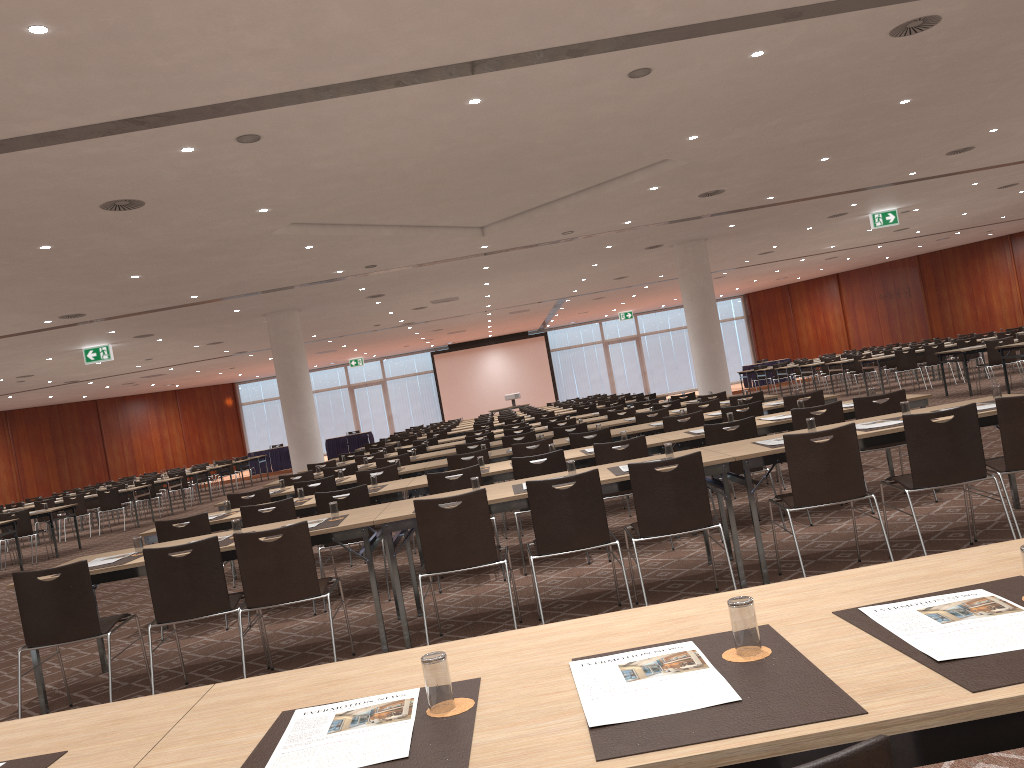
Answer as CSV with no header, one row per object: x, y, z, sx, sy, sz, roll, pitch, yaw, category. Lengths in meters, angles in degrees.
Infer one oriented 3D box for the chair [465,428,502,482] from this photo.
-0.498,1.245,15.309,0.535,0.939,0.614,-10,0,1,chair

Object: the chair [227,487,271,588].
-2.638,1.559,9.264,0.535,0.939,0.614,-10,0,-2,chair

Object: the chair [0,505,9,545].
-11.917,3.293,20.672,0.535,0.939,0.614,-10,0,-3,chair

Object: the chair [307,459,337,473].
-2.758,1.620,13.339,0.535,0.939,0.614,-10,0,-1,chair

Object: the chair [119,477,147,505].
-11.451,3.271,26.683,0.535,0.939,0.613,-10,0,1,chair

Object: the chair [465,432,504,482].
-0.420,1.213,13.387,0.535,0.939,0.614,-10,0,-4,chair

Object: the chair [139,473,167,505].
-10.797,3.155,26.555,0.535,0.939,0.614,-10,0,0,chair

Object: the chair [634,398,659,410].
2.375,0.744,15.402,0.535,0.939,0.614,-10,0,-2,chair

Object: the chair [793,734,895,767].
0.353,0.959,1.314,0.535,0.939,0.614,-10,0,-2,chair

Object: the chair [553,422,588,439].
0.799,0.979,11.334,0.535,0.939,0.614,-10,0,-2,chair

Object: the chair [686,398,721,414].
2.495,0.684,11.445,0.535,0.939,0.614,-10,0,-3,chair

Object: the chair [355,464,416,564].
-1.341,1.334,9.367,0.535,0.939,0.614,-10,0,-4,chair

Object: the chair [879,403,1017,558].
2.591,0.608,5.369,0.535,0.939,0.614,-10,0,2,chair

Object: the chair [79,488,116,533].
-9.676,2.900,20.577,0.535,0.939,0.614,-10,0,1,chair

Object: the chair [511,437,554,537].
0.283,1.050,9.323,0.535,0.939,0.614,-10,0,-1,chair

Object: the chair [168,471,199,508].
-8.464,2.710,22.742,0.535,0.939,0.614,-10,0,-3,chair

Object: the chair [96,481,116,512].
-12.120,3.387,26.610,0.535,0.939,0.614,-10,0,-4,chair

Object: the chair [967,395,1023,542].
3.160,0.509,5.416,0.535,0.939,0.614,-10,0,1,chair

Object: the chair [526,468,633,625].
0.366,0.996,5.359,0.535,0.939,0.614,-10,0,-2,chair

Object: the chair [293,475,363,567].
-1.963,1.442,9.312,0.535,0.939,0.614,-10,0,0,chair

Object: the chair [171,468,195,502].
-9.908,3.001,26.655,0.535,0.939,0.614,-10,0,-1,chair

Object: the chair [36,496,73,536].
-10.691,3.078,20.638,0.535,0.939,0.614,-10,0,-3,chair

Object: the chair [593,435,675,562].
0.944,0.915,7.371,0.535,0.939,0.614,-10,0,-2,chair

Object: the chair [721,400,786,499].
2.456,0.671,9.367,0.535,0.939,0.614,-10,0,-1,chair

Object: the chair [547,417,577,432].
0.814,0.997,13.370,0.535,0.939,0.614,-10,0,0,chair

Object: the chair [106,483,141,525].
-9.120,2.805,20.729,0.535,0.939,0.614,-10,0,-3,chair

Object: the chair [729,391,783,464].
3.051,0.587,11.415,0.535,0.939,0.614,-10,0,1,chair

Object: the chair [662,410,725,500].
1.862,0.775,9.432,0.535,0.939,0.614,-10,0,0,chair

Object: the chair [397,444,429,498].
-1.407,1.384,13.290,0.535,0.939,0.614,-10,0,1,chair

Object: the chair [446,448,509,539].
-0.383,1.166,9.344,0.535,0.939,0.614,-10,0,1,chair

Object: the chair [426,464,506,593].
-0.406,1.150,7.309,0.535,0.939,0.614,-10,0,-3,chair

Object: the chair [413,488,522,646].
-0.285,1.110,5.388,0.535,0.939,0.614,-10,0,1,chair

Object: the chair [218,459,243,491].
-8.537,2.762,26.742,0.535,0.939,0.614,-10,0,-3,chair

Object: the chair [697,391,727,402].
3.059,0.605,13.415,0.535,0.939,0.614,-10,0,-1,chair

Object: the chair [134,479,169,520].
-8.417,2.681,20.603,0.535,0.939,0.614,-10,0,-4,chair

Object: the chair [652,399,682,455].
2.360,0.727,13.366,0.535,0.939,0.614,-10,0,-4,chair

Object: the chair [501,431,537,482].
0.148,1.094,11.398,0.535,0.939,0.614,-10,0,-3,chair

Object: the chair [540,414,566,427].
0.764,1.026,15.411,0.535,0.939,0.614,-10,0,-4,chair

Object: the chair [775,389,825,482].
3.102,0.558,9.415,0.535,0.939,0.614,-10,0,-4,chair

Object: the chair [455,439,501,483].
-0.433,1.195,11.344,0.535,0.939,0.614,-10,0,-4,chair

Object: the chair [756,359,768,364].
9.564,-0.463,33.476,0.535,0.939,0.614,-10,0,-1,chair

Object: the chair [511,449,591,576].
0.285,1.030,7.400,0.535,0.939,0.614,-10,0,0,chair

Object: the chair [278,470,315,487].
-2.648,1.581,11.299,0.535,0.939,0.614,-10,0,-4,chair

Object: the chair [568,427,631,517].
0.886,0.945,9.370,0.535,0.939,0.613,-10,0,2,chair

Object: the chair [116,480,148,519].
-9.756,2.935,22.657,0.535,0.939,0.614,-10,0,-2,chair

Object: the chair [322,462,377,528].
-2.086,1.483,11.276,0.535,0.939,0.614,-10,0,-2,chair

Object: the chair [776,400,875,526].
2.553,0.634,7.404,0.535,0.939,0.614,-10,0,-3,chair

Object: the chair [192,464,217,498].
-9.283,2.891,26.586,0.535,0.939,0.614,-10,0,-4,chair

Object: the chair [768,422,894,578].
1.905,0.728,5.432,0.535,0.939,0.614,-10,0,1,chair

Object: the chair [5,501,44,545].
-11.354,3.193,20.543,0.535,0.939,0.613,-10,0,2,chair

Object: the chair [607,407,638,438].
1.710,0.841,13.430,0.535,0.939,0.614,-10,0,0,chair

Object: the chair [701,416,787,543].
1.828,0.760,7.354,0.535,0.939,0.614,-10,0,-4,chair

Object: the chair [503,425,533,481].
0.165,1.110,13.322,0.535,0.939,0.614,-10,0,0,chair

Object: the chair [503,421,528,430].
0.128,1.136,15.356,0.535,0.939,0.614,-10,0,-1,chair

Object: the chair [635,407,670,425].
1.840,0.798,11.390,0.535,0.939,0.614,-10,0,-2,chair

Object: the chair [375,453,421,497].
-1.444,1.372,11.365,0.535,0.939,0.614,-10,0,-4,chair

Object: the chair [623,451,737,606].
0.968,0.891,5.336,0.535,0.939,0.614,-10,0,0,chair

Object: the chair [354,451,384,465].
-2.052,1.497,13.311,0.535,0.939,0.614,-10,0,-3,chair

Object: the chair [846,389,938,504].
3.098,0.540,7.457,0.535,0.939,0.614,-10,0,1,chair
